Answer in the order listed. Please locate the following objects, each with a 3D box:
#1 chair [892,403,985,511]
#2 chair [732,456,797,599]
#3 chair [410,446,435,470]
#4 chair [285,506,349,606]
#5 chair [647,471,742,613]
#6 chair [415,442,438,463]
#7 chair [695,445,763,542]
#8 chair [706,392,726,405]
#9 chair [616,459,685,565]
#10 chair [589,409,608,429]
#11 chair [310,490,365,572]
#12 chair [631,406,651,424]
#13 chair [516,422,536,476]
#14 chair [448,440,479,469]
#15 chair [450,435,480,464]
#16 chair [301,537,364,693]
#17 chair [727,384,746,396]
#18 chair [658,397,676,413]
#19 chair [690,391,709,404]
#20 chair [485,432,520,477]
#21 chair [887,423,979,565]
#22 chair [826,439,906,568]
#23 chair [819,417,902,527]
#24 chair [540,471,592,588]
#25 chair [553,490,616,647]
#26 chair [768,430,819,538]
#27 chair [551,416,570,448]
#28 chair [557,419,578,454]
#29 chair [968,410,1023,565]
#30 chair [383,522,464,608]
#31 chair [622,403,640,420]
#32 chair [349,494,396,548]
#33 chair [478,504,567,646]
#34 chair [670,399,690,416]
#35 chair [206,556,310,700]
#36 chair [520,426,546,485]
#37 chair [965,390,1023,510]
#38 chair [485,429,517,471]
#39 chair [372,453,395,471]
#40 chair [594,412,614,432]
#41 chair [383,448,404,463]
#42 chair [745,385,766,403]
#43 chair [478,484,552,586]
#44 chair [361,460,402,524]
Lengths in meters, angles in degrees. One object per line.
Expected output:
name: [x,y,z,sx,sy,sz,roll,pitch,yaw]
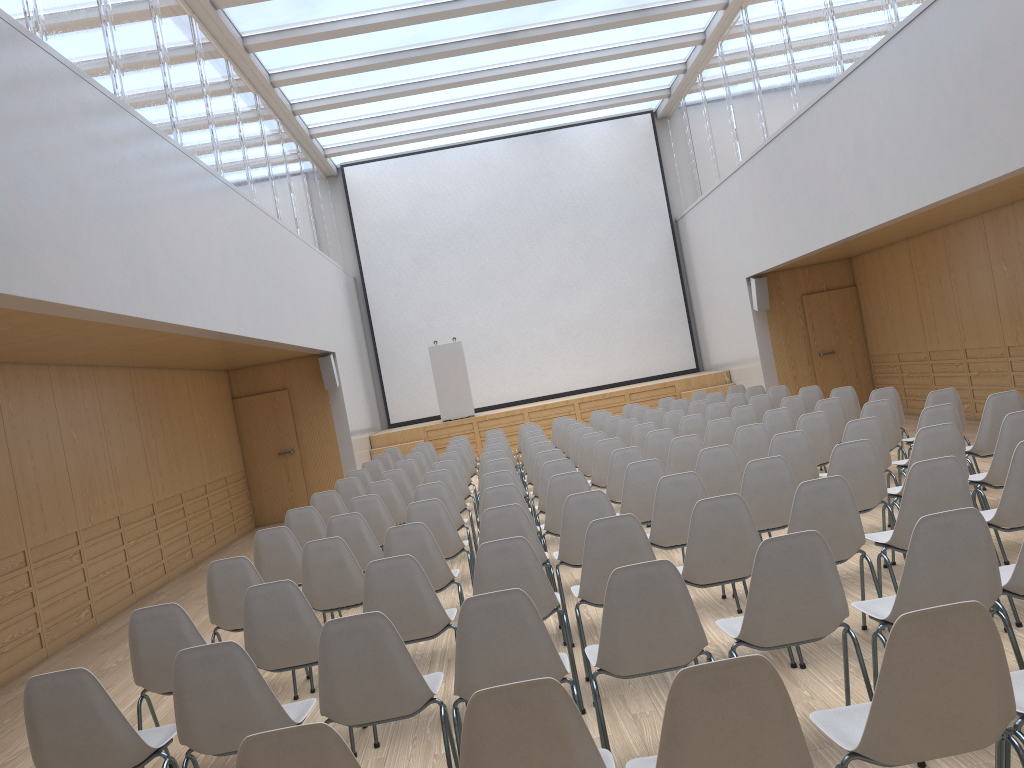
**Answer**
chair: [3.016,0.577,6.388,0.479,0.876,0.505,-10,1,-1]
chair: [1.535,0.856,5.376,0.479,0.876,0.505,-10,1,-1]
chair: [-1.200,1.293,12.336,0.479,0.876,0.505,-10,1,-1]
chair: [-1.615,1.413,7.306,0.479,0.876,0.505,-10,1,-1]
chair: [1.030,0.948,5.384,0.479,0.876,0.505,-10,1,-1]
chair: [-1.231,1.290,13.253,0.479,0.876,0.505,-10,1,-1]
chair: [1.470,0.859,6.354,0.479,0.876,0.505,-10,1,-1]
chair: [2.862,0.551,12.445,0.479,0.876,0.505,-10,1,-1]
chair: [0.964,0.952,6.301,0.479,0.876,0.505,-10,1,-1]
chair: [1.355,0.817,13.352,0.479,0.876,0.505,-10,1,-1]
chair: [-1.645,1.410,8.325,0.479,0.876,0.505,-10,1,-1]
chair: [1.838,0.738,12.404,0.479,0.876,0.505,-10,1,-1]
chair: [0.297,1.010,13.397,0.479,0.876,0.505,-10,1,-1]
chair: [-0.680,1.198,12.307,0.479,0.876,0.505,-10,1,-1]
chair: [-0.723,1.197,13.306,0.479,0.876,0.505,-10,1,-1]
chair: [-1.020,1.322,5.366,0.479,0.876,0.505,-10,1,-1]
chair: [3.401,0.443,13.439,0.479,0.876,0.505,-10,1,-1]
chair: [2.370,0.632,13.416,0.479,0.876,0.505,-10,1,-1]
chair: [2.865,0.541,13.455,0.479,0.876,0.505,-10,1,-1]
chair: [-0.168,1.104,12.377,0.479,0.876,0.505,-10,1,-1]
chair: [2.554,0.670,5.446,0.479,0.876,0.505,-10,1,-1]
chair: [2.048,0.762,5.407,0.479,0.876,0.505,-10,1,-1]
chair: [2.505,0.670,6.417,0.479,0.876,0.505,-10,1,-1]
chair: [0.445,1.046,6.399,0.479,0.876,0.505,-10,1,-1]
chair: [0.487,1.048,5.331,0.479,0.876,0.505,-10,1,-1]
chair: [1.993,0.763,6.424,0.479,0.876,0.505,-10,1,-1]
chair: [0.795,0.919,13.361,0.479,0.876,0.505,-10,1,-1]
chair: [0.840,0.920,12.381,0.479,0.876,0.505,-10,1,-1]
chair: [3.032,0.583,5.388,0.479,0.876,0.505,-10,1,-1]
chair: [-0.542,1.235,5.349,0.479,0.876,0.505,-10,1,-1]
chair: [1.841,0.728,13.422,0.479,0.876,0.505,-10,1,-1]
chair: [-1.111,1.321,7.337,0.479,0.876,0.505,-10,1,-1]
chair: [0.011,1.134,5.379,0.479,0.876,0.505,-10,1,-1]
chair: [2.362,0.642,12.375,0.479,0.876,0.505,-10,1,-1]
chair: [-1.543,1.418,5.286,0.479,0.876,0.505,-10,1,-1]
chair: [0.349,1.010,12.330,0.479,0.876,0.505,-10,1,-1]
chair: [3.513,0.485,6.468,0.479,0.876,0.505,-10,1,-1]
chair: [-0.194,1.100,13.358,0.479,0.876,0.505,-10,1,-1]
chair: [-1.721,1.387,12.352,0.479,0.876,0.505,-10,1,-1]
chair: [1.337,0.829,12.420,0.479,0.876,0.505,-10,1,-1]
chair: [-1.718,1.378,13.324,0.479,0.876,0.505,-10,1,-1]
chair: [3.393,0.454,12.398,0.479,0.876,0.505,-10,1,-1]
chair: [-0.014,1.130,6.361,0.479,0.876,0.505,-10,1,-1]
chair: [-1.694,1.391,11.343,0.479,0.876,0.505,-10,1,-1]
